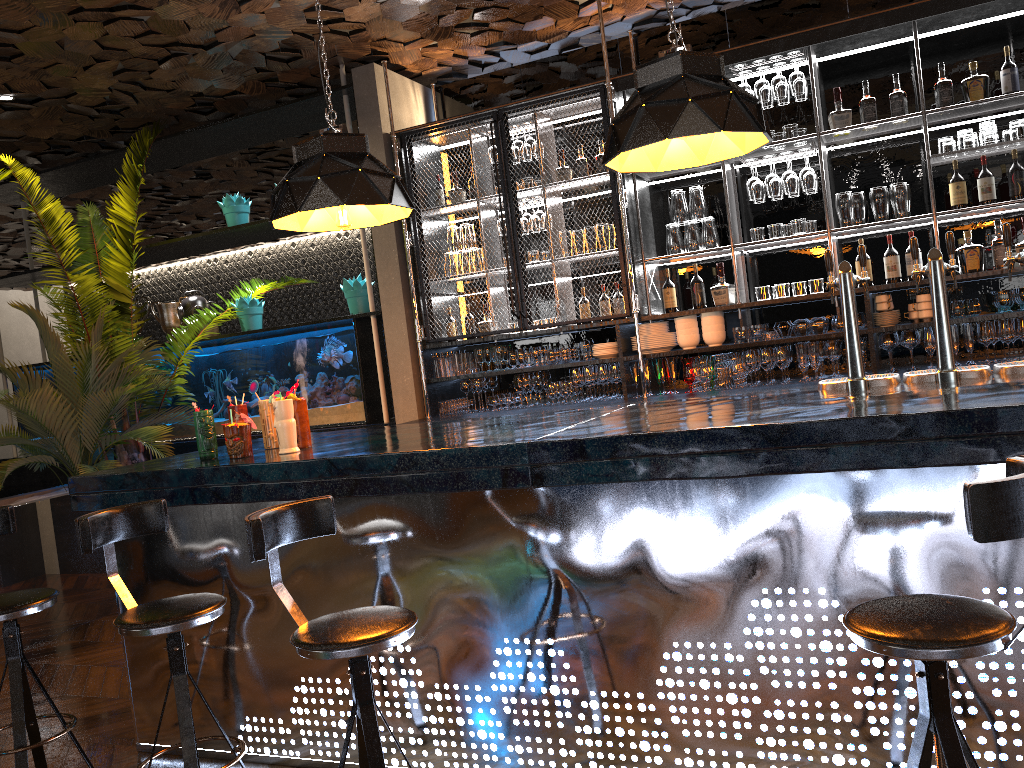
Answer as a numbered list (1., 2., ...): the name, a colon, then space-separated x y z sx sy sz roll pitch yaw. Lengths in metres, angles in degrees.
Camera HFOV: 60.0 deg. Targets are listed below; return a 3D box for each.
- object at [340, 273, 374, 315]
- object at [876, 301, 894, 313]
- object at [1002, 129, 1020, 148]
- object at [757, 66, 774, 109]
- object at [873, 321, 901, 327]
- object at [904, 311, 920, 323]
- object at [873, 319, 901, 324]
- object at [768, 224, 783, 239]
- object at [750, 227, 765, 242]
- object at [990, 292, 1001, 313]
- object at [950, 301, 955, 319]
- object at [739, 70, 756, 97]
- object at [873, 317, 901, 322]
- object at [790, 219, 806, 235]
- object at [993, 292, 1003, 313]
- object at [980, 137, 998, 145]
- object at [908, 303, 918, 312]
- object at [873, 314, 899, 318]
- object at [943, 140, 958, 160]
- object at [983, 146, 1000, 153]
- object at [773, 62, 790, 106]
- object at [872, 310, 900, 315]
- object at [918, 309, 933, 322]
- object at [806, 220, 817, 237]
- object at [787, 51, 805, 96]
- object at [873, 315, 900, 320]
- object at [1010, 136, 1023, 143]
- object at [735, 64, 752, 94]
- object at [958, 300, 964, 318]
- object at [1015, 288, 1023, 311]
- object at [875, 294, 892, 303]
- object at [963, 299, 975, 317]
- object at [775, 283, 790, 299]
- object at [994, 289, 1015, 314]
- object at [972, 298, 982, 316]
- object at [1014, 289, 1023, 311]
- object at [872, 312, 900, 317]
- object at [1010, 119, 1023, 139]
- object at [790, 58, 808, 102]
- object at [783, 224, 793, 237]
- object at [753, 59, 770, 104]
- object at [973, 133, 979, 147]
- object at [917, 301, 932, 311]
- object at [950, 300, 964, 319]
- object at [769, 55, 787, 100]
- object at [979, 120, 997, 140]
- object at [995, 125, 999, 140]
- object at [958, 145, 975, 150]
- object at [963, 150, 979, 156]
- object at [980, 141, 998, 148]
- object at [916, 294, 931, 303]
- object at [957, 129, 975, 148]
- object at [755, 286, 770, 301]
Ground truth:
1. object: -1.151 -0.664 6.654 0.265 0.325 0.245 -6 2 18
2. object: 2.176 -0.443 5.160 0.094 0.070 0.107 -8 2 -35
3. object: 2.824 -1.391 5.020 0.089 0.092 0.089 -6 2 13
4. object: 1.577 -1.845 5.523 0.092 0.244 0.092 -7 2 -15
5. object: 2.187 -0.347 5.167 0.149 0.022 0.149 -7 2 -7
6. object: 2.360 -0.392 5.171 0.106 0.067 0.094 -7 2 -14
7. object: 2.186 -0.357 5.166 0.149 0.023 0.149 -7 2 -7
8. object: 1.624 -0.933 5.457 0.089 0.092 0.089 -7 2 2
9. object: 1.537 -0.925 5.544 0.089 0.092 0.089 -7 2 2
10. object: 2.804 -0.472 5.084 0.100 0.125 0.100 -5 2 37
11. object: 2.499 -0.419 4.995 0.067 0.099 0.058 -7 2 -6
12. object: 1.477 -1.834 5.568 0.092 0.244 0.092 -7 2 -15
13. object: 2.185 -0.369 5.166 0.149 0.023 0.149 -7 2 8
14. object: 1.729 -0.942 5.343 0.089 0.092 0.089 -7 2 8
15. object: 2.759 -0.463 4.975 0.100 0.125 0.100 -8 2 -18
16. object: 2.668 -1.393 4.968 0.089 0.092 0.089 -6 2 13
17. object: 2.360 -0.438 5.164 0.094 0.069 0.105 -7 2 1
18. object: 2.183 -0.390 5.164 0.149 0.026 0.148 -6 2 31
19. object: 2.548 -1.363 5.167 0.089 0.092 0.089 -7 2 -4
20. object: 2.748 -1.385 5.091 0.089 0.092 0.089 -9 2 -40
21. object: 1.667 -1.855 5.483 0.092 0.244 0.092 -7 2 -15
22. object: 2.177 -0.411 5.164 0.149 0.026 0.148 -6 2 31
23. object: 2.374 -0.391 5.063 0.106 0.067 0.094 -7 2 12
24. object: 1.844 -0.961 5.489 0.089 0.092 0.089 -7 2 8
25. object: 1.695 -1.852 5.290 0.092 0.244 0.092 -7 2 -15
26. object: 2.183 -0.381 5.165 0.149 0.024 0.149 -6 2 23
27. object: 2.790 -1.383 4.883 0.089 0.092 0.089 -9 2 -40
28. object: 1.411 -1.821 5.417 0.092 0.244 0.092 -7 2 -15
29. object: 2.558 -0.428 5.074 0.058 0.099 0.067 -6 2 27
30. object: 2.858 -0.474 4.925 0.108 0.126 0.108 -6 2 19
31. object: 2.161 -0.486 5.163 0.094 0.069 0.106 -6 2 30
32. object: 2.545 -0.422 4.943 0.058 0.099 0.067 -8 2 -30
33. object: 1.660 -0.567 5.435 0.089 0.092 0.089 -7 2 -13
34. object: 2.709 -0.453 4.864 0.100 0.125 0.100 -8 2 -27
35. object: 2.622 -0.435 5.022 0.058 0.099 0.067 -6 2 36
36. object: 2.906 -0.484 5.038 0.108 0.126 0.108 -7 2 -4
37. object: 2.180 -0.400 5.164 0.149 0.025 0.149 -7 2 -14
38. object: 2.787 -1.403 4.882 0.089 0.092 0.089 -6 2 15
39. object: 1.761 -1.865 5.440 0.092 0.244 0.092 -7 2 -15
40. object: 1.732 -0.949 5.531 0.089 0.092 0.089 -8 2 -34
41. object: 1.511 -1.832 5.373 0.092 0.244 0.092 -7 2 -15
42. object: 2.640 -1.392 5.111 0.089 0.092 0.089 -9 2 -40
43. object: 2.368 -0.435 5.066 0.106 0.069 0.094 -8 2 -25
44. object: 2.474 -0.413 4.931 0.067 0.099 0.058 -8 2 -21
45. object: 1.601 -1.841 5.332 0.092 0.244 0.092 -7 2 -15
46. object: 2.664 -1.419 4.967 0.089 0.092 0.089 -6 2 20
47. object: 2.742 -1.433 5.090 0.089 0.092 0.089 -9 2 -40
48. object: 2.550 -1.357 4.981 0.089 0.092 0.089 -7 2 -4
49. object: 2.643 -1.372 5.112 0.089 0.092 0.089 -9 2 -40
50. object: 2.670 -1.371 4.969 0.089 0.092 0.089 -6 2 13
51. object: 2.356 -0.479 5.056 0.094 0.068 0.106 -6 2 24
52. object: 2.548 -1.377 4.980 0.089 0.092 0.089 -8 2 -24
53. object: 1.557 -0.557 5.496 0.089 0.092 0.089 -7 2 -4
